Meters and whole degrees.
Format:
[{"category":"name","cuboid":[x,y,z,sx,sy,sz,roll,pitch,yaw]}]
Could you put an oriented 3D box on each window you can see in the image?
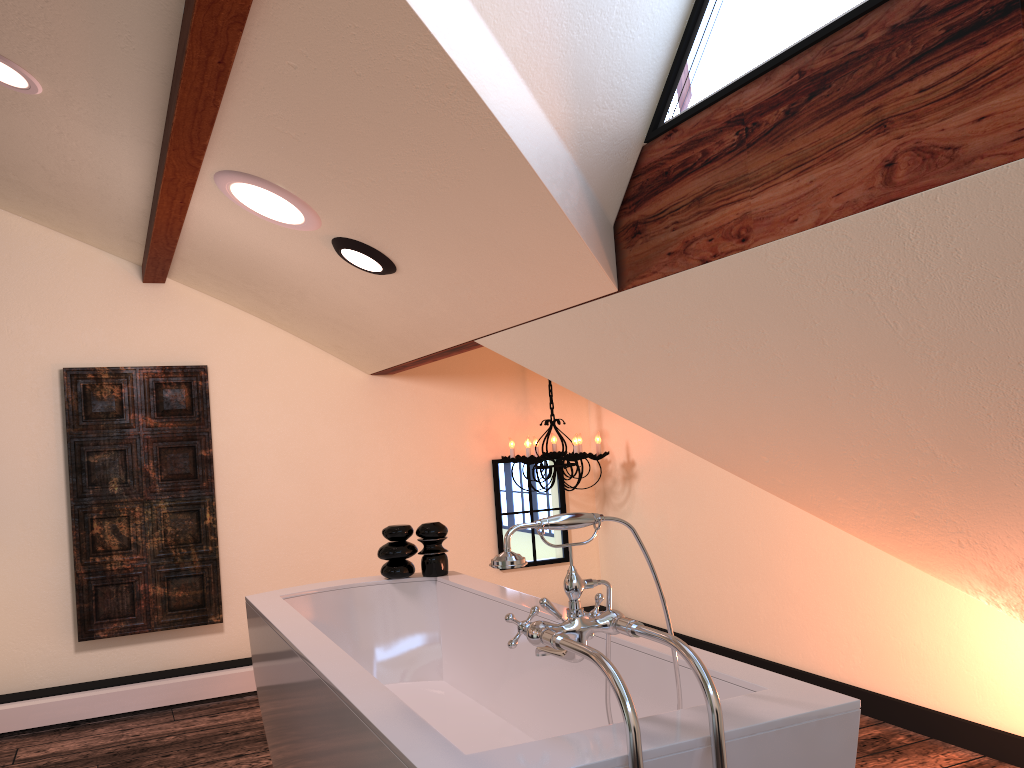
[{"category":"window","cuboid":[0.150,-1.155,0.294,2.106,0.675,3.526,-2,-4,-25]},{"category":"window","cuboid":[0.110,0.824,5.158,0.449,0.700,0.046,-3,-2,-25]}]

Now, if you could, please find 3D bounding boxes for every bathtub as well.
[{"category":"bathtub","cuboid":[-0.166,1.090,2.435,0.798,0.693,2.221,-2,-4,-25]}]

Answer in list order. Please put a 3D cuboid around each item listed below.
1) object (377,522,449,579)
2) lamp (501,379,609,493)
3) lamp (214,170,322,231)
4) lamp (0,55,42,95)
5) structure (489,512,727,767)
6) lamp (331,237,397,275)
[{"category":"object","cuboid":[-0.380,0.709,3.403,0.276,0.228,0.156,-4,-2,5]},{"category":"lamp","cuboid":[0.209,0.088,4.863,0.540,1.124,0.617,-3,-2,-14]},{"category":"lamp","cuboid":[-0.786,-0.653,2.861,0.328,0.171,0.370,-2,-4,-29]},{"category":"lamp","cuboid":[-1.456,-0.992,2.523,0.206,0.101,0.229,-2,-4,-20]},{"category":"structure","cuboid":[0.193,0.822,1.563,0.384,1.119,0.555,-3,-2,-10]},{"category":"lamp","cuboid":[-0.505,-0.485,3.033,0.214,0.130,0.247,-2,-4,-29]}]
